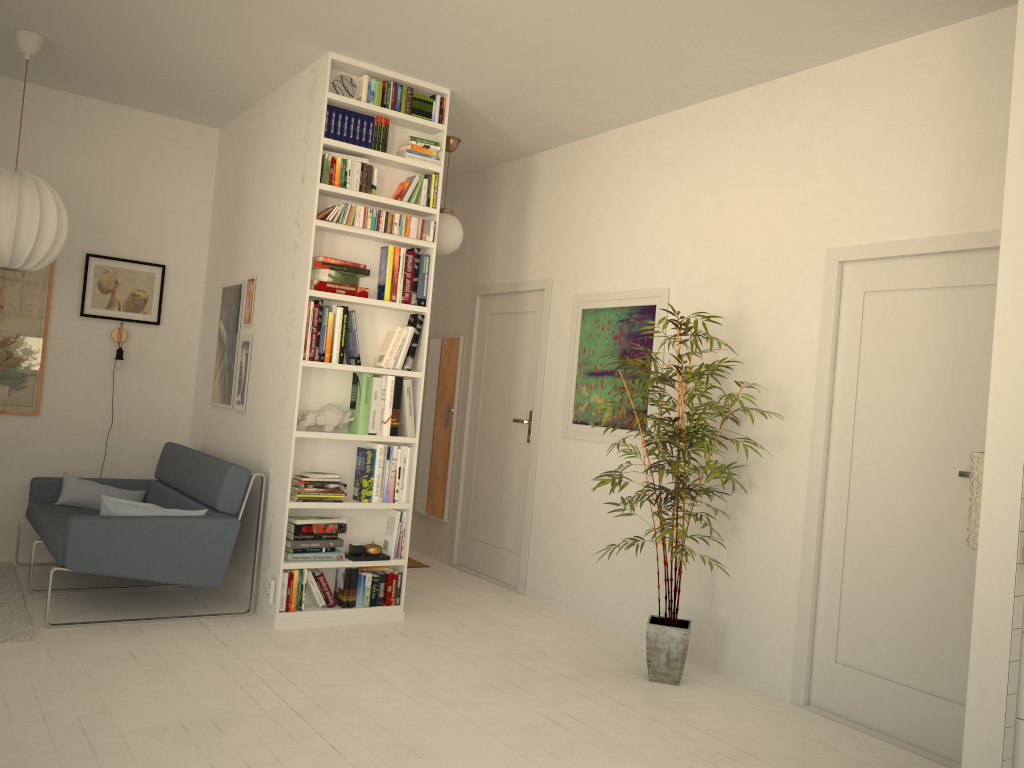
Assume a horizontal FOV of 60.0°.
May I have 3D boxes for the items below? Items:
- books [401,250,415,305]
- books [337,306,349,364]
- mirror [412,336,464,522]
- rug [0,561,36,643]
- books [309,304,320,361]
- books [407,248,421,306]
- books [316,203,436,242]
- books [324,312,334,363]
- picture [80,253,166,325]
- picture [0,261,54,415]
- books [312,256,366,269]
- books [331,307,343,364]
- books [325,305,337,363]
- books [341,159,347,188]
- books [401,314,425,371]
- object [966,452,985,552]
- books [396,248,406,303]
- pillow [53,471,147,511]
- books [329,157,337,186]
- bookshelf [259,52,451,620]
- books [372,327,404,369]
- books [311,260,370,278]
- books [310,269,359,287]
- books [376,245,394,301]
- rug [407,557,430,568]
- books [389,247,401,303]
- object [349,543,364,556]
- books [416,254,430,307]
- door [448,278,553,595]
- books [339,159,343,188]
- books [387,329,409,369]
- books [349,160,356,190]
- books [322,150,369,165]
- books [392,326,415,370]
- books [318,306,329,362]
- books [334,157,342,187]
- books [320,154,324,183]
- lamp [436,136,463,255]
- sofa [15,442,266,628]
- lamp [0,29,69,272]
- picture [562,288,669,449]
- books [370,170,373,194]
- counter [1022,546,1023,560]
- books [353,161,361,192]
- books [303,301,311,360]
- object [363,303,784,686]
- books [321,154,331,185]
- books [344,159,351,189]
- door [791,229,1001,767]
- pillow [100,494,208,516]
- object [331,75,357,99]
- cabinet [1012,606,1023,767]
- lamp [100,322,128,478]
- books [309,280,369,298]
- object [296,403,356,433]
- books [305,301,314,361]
[{"bbox_3d":[-0.607,-0.575,4.862,0.059,0.291,0.182,6,-2,-34],"label":"books"},{"bbox_3d":[-0.914,-0.256,4.648,0.033,0.306,0.150,6,-2,-34],"label":"books"},{"bbox_3d":[-0.564,0.322,6.714,0.029,1.371,0.500,6,-2,-34],"label":"mirror"},{"bbox_3d":[-3.081,1.033,4.225,1.303,0.012,1.661,6,-1,-32],"label":"rug"},{"bbox_3d":[-1.054,-0.263,4.569,0.032,0.291,0.203,6,-2,-34],"label":"books"},{"bbox_3d":[-0.568,-0.584,4.888,0.039,0.317,0.161,6,-2,-34],"label":"books"},{"bbox_3d":[-0.768,-0.859,4.752,0.664,0.110,0.278,6,-1,-34],"label":"books"},{"bbox_3d":[-0.986,-0.239,4.606,0.024,0.260,0.199,6,-2,-34],"label":"books"},{"bbox_3d":[-2.511,-0.607,5.735,0.481,0.402,0.015,6,-2,-34],"label":"picture"},{"bbox_3d":[-3.226,-0.366,5.261,0.838,1.053,0.012,6,-2,-34],"label":"picture"},{"bbox_3d":[-0.933,-0.629,4.652,0.266,0.026,0.203,6,-2,-45],"label":"books"},{"bbox_3d":[-0.946,-0.252,4.635,0.032,0.291,0.189,6,-2,-34],"label":"books"},{"bbox_3d":[-0.975,-0.259,4.632,0.020,0.304,0.193,6,-2,-34],"label":"books"},{"bbox_3d":[-0.919,-1.083,4.642,0.024,0.155,0.188,6,-2,-34],"label":"books"},{"bbox_3d":[-0.575,-0.228,4.895,0.092,0.319,0.179,6,-2,-34],"label":"books"},{"bbox_3d":[1.645,0.248,2.895,0.439,0.613,0.093,6,-2,-35],"label":"object"},{"bbox_3d":[-0.647,-0.584,4.843,0.029,0.301,0.185,6,-2,-34],"label":"books"},{"bbox_3d":[-2.500,0.678,5.414,0.539,0.277,0.157,6,-2,-33],"label":"pillow"},{"bbox_3d":[-0.967,-1.084,4.596,0.030,0.149,0.202,6,-2,-34],"label":"books"},{"bbox_3d":[-0.827,-0.208,4.738,0.710,2.901,0.249,6,-2,-34],"label":"bookshelf"},{"bbox_3d":[-0.674,-0.196,4.801,0.115,0.232,0.133,6,-2,-34],"label":"books"},{"bbox_3d":[-0.933,-0.600,4.662,0.314,0.035,0.205,6,-1,-34],"label":"books"},{"bbox_3d":[-0.932,-0.548,4.649,0.128,0.064,0.268,4,-1,26],"label":"books"},{"bbox_3d":[-0.709,-0.593,4.814,0.032,0.300,0.200,6,-2,-34],"label":"books"},{"bbox_3d":[-1.120,1.250,6.255,0.941,0.002,0.553,6,-1,-34],"label":"rug"},{"bbox_3d":[-0.676,-0.587,4.829,0.039,0.302,0.199,6,-2,-34],"label":"books"},{"bbox_3d":[-0.829,0.880,4.718,0.058,0.055,0.058,6,-2,-34],"label":"object"},{"bbox_3d":[-0.529,-0.566,4.913,0.054,0.289,0.179,6,-2,-34],"label":"books"},{"bbox_3d":[-0.053,0.322,6.097,0.166,2.033,0.955,6,-2,-34],"label":"door"},{"bbox_3d":[-0.935,-1.081,4.630,0.013,0.149,0.208,6,-2,-34],"label":"books"},{"bbox_3d":[-0.649,-0.191,4.827,0.105,0.225,0.138,6,-2,-34],"label":"books"},{"bbox_3d":[-0.887,-1.080,4.664,0.028,0.159,0.222,6,-2,-34],"label":"books"},{"bbox_3d":[-0.901,-1.172,4.649,0.255,0.022,0.189,6,-1,-24],"label":"books"},{"bbox_3d":[-0.625,-0.195,4.871,0.092,0.244,0.196,6,-2,-34],"label":"books"},{"bbox_3d":[-1.011,-0.257,4.596,0.030,0.289,0.200,6,-2,-34],"label":"books"},{"bbox_3d":[-0.942,-1.083,4.608,0.023,0.152,0.199,6,-2,-34],"label":"books"},{"bbox_3d":[-1.028,-1.092,4.581,0.019,0.156,0.205,6,-2,-34],"label":"books"},{"bbox_3d":[-0.435,-1.224,5.791,0.275,0.767,0.275,6,-2,-40],"label":"lamp"},{"bbox_3d":[-2.105,0.750,4.923,0.963,0.773,1.603,6,-1,-34],"label":"sofa"},{"bbox_3d":[-2.552,-1.203,4.581,0.536,1.229,0.536,5,-1,0],"label":"lamp"},{"bbox_3d":[0.579,-0.097,5.122,0.012,0.877,0.822,6,-2,-34],"label":"picture"},{"bbox_3d":[-0.784,-1.069,4.720,0.016,0.158,0.146,6,-2,-34],"label":"books"},{"bbox_3d":[2.173,0.571,0.153,2.855,0.163,4.845,6,-1,-34],"label":"counter"},{"bbox_3d":[-0.857,-1.075,4.676,0.035,0.158,0.200,6,-2,-34],"label":"books"},{"bbox_3d":[-1.096,-0.272,4.556,0.021,0.301,0.222,6,-2,-34],"label":"books"},{"bbox_3d":[0.290,0.481,4.438,2.089,1.712,0.778,4,-2,37],"label":"object"},{"bbox_3d":[-0.991,-1.091,4.576,0.034,0.162,0.197,6,-2,-34],"label":"books"},{"bbox_3d":[-0.896,-1.079,4.639,0.012,0.155,0.208,6,-2,-34],"label":"books"},{"bbox_3d":[1.644,0.424,3.593,0.166,2.033,0.955,6,-2,-34],"label":"door"},{"bbox_3d":[-1.788,0.711,4.356,0.533,0.353,0.141,6,-2,-34],"label":"pillow"},{"bbox_3d":[-0.870,-1.532,4.589,0.131,0.131,0.131,6,-2,-38],"label":"object"},{"bbox_3d":[2.209,0.175,0.164,2.852,2.160,4.845,6,-1,-34],"label":"cabinet"},{"bbox_3d":[-2.665,0.296,5.583,0.360,1.416,0.112,6,-2,-34],"label":"lamp"},{"bbox_3d":[-0.931,-0.489,4.641,0.300,0.056,0.202,6,-1,-34],"label":"books"},{"bbox_3d":[-0.968,0.173,4.602,0.311,0.150,0.137,6,-1,-26],"label":"object"},{"bbox_3d":[-1.078,-0.270,4.561,0.015,0.301,0.207,6,-2,-34],"label":"books"}]
